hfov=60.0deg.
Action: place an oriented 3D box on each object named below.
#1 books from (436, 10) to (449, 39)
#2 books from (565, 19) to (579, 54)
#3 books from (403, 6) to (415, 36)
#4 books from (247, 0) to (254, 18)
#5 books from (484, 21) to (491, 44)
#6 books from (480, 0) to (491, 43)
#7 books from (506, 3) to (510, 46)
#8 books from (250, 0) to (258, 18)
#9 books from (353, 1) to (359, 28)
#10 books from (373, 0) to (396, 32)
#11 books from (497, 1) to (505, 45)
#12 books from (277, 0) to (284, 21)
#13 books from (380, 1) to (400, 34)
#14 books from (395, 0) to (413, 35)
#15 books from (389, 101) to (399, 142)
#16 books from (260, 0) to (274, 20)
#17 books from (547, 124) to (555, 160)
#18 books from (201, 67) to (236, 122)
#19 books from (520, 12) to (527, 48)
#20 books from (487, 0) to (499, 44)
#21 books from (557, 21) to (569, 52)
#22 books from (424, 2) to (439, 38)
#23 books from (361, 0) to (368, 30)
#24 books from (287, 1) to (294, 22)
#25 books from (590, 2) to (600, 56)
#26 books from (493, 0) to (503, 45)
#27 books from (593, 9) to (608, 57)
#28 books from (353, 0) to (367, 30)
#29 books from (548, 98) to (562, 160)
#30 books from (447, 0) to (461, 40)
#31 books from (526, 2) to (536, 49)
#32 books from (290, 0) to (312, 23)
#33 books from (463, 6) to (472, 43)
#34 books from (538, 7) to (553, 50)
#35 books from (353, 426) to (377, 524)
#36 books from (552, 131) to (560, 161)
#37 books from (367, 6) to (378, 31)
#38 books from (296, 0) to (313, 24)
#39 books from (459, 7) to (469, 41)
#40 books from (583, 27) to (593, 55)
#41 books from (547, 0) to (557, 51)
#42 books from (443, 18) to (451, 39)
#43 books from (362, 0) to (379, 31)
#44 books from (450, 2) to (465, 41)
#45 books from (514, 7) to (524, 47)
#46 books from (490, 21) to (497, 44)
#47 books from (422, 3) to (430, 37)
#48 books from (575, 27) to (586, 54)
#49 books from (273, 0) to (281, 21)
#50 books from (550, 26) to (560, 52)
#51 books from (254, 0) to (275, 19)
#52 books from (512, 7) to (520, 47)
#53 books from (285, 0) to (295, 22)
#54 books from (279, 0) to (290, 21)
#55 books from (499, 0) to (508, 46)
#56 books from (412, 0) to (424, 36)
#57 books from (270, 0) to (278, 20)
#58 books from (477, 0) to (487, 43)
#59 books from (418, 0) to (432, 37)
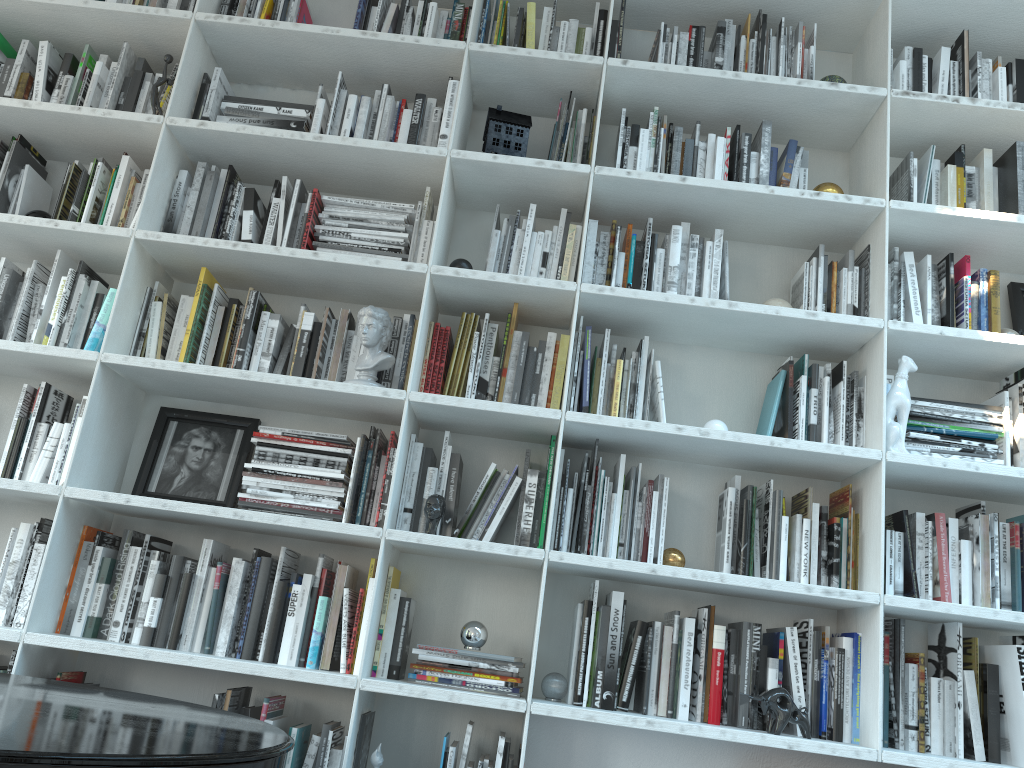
[{"bbox_3d":[-0.235,-1.085,2.920,0.026,0.233,0.137,7,-16,2],"label":"books"},{"bbox_3d":[0.184,-1.034,2.868,0.031,0.212,0.170,7,-16,2],"label":"books"},{"bbox_3d":[-0.334,-1.091,2.893,0.033,0.202,0.167,7,-16,2],"label":"books"},{"bbox_3d":[-0.842,-1.216,2.948,0.014,0.340,0.145,7,-16,2],"label":"books"},{"bbox_3d":[-0.084,-1.055,2.904,0.016,0.203,0.144,7,-16,2],"label":"books"},{"bbox_3d":[-0.091,-1.098,2.894,0.008,0.278,0.171,7,-16,2],"label":"books"},{"bbox_3d":[-0.014,-1.079,2.891,0.034,0.260,0.158,7,-16,2],"label":"books"},{"bbox_3d":[-0.833,-1.195,2.936,0.010,0.295,0.153,7,-16,2],"label":"books"},{"bbox_3d":[-0.505,-1.128,2.921,0.012,0.244,0.151,7,-16,2],"label":"books"},{"bbox_3d":[-0.424,-1.165,2.911,0.010,0.330,0.186,7,-16,2],"label":"books"},{"bbox_3d":[-0.041,-1.082,2.890,0.006,0.259,0.166,7,-16,2],"label":"books"},{"bbox_3d":[-0.748,-1.149,2.916,0.016,0.218,0.144,7,-16,2],"label":"books"},{"bbox_3d":[-0.402,-1.103,2.898,0.050,0.210,0.173,7,-16,2],"label":"books"},{"bbox_3d":[-0.360,-1.121,2.922,0.028,0.269,0.140,7,-16,2],"label":"books"},{"bbox_3d":[-0.370,-0.753,2.814,0.011,0.238,0.140,7,-16,2],"label":"books"},{"bbox_3d":[-0.801,-1.143,2.918,0.023,0.195,0.173,7,-16,2],"label":"books"},{"bbox_3d":[0.115,-0.683,2.789,0.019,0.213,0.156,7,-16,2],"label":"books"},{"bbox_3d":[-0.927,-0.836,2.807,0.021,0.248,0.192,7,-16,2],"label":"books"},{"bbox_3d":[0.029,-1.067,2.914,0.007,0.263,0.133,7,-16,2],"label":"books"},{"bbox_3d":[-0.067,-1.103,2.900,0.007,0.297,0.181,7,-16,2],"label":"books"},{"bbox_3d":[0.156,-1.030,2.871,0.024,0.201,0.180,7,-16,2],"label":"books"},{"bbox_3d":[-0.261,-1.087,2.874,0.023,0.201,0.193,7,-16,2],"label":"books"},{"bbox_3d":[-0.480,-1.136,2.922,0.011,0.266,0.129,7,-16,2],"label":"books"},{"bbox_3d":[-0.720,-1.128,2.917,0.010,0.186,0.153,7,-16,2],"label":"books"},{"bbox_3d":[0.260,-1.071,2.910,0.012,0.328,0.129,7,-16,2],"label":"books"},{"bbox_3d":[-0.048,-1.078,2.873,0.007,0.238,0.192,7,-16,2],"label":"books"},{"bbox_3d":[0.275,-1.042,2.868,0.029,0.252,0.187,7,-16,2],"label":"books"},{"bbox_3d":[-0.490,-1.154,2.910,0.014,0.291,0.176,7,-16,2],"label":"books"},{"bbox_3d":[0.126,-0.719,2.766,0.021,0.271,0.191,7,-16,2],"label":"books"},{"bbox_3d":[-0.197,-1.120,2.917,0.012,0.307,0.138,7,-16,2],"label":"books"},{"bbox_3d":[0.059,-1.068,2.881,0.054,0.254,0.191,7,-16,2],"label":"books"},{"bbox_3d":[-0.705,-1.161,2.920,0.011,0.255,0.144,7,-16,2],"label":"books"},{"bbox_3d":[-0.147,-1.083,2.899,0.014,0.238,0.153,7,-16,2],"label":"books"},{"bbox_3d":[0.102,-1.067,2.902,0.030,0.273,0.152,7,-16,2],"label":"books"},{"bbox_3d":[-0.412,0.280,2.524,0.011,0.298,0.130,7,-16,2],"label":"books"},{"bbox_3d":[0.127,-0.672,2.794,0.022,0.198,0.143,7,-16,2],"label":"books"},{"bbox_3d":[-0.452,-1.103,2.916,0.031,0.208,0.147,7,-16,2],"label":"books"},{"bbox_3d":[-0.699,-1.145,2.936,0.004,0.235,0.138,7,-16,2],"label":"books"},{"bbox_3d":[-0.160,-1.084,2.909,0.014,0.243,0.145,7,-16,2],"label":"books"},{"bbox_3d":[0.234,-1.014,2.876,0.022,0.193,0.182,7,-16,2],"label":"books"},{"bbox_3d":[0.123,-1.080,2.888,0.010,0.296,0.168,7,-16,2],"label":"books"},{"bbox_3d":[-0.216,-1.071,2.909,0.014,0.203,0.135,7,-16,2],"label":"books"},{"bbox_3d":[-0.467,-1.151,2.918,0.011,0.295,0.158,7,-16,2],"label":"books"},{"bbox_3d":[-0.181,-1.090,2.900,0.028,0.243,0.161,7,-16,2],"label":"books"},{"bbox_3d":[0.016,-1.065,2.876,0.015,0.233,0.171,7,-16,2],"label":"books"},{"bbox_3d":[-0.063,-1.049,2.891,0.015,0.192,0.160,7,-16,2],"label":"books"},{"bbox_3d":[-0.278,-1.091,2.893,0.012,0.216,0.180,7,-16,2],"label":"books"},{"bbox_3d":[0.211,-1.020,2.885,0.025,0.203,0.162,7,-16,2],"label":"books"},{"bbox_3d":[-0.759,-1.171,2.927,0.013,0.263,0.147,7,-16,2],"label":"books"},{"bbox_3d":[0.131,-1.023,2.868,0.022,0.179,0.173,7,-16,2],"label":"books"},{"bbox_3d":[-0.814,-1.182,2.917,0.011,0.264,0.164,7,-16,2],"label":"books"},{"bbox_3d":[0.007,-1.074,2.898,0.008,0.261,0.142,7,-16,2],"label":"books"},{"bbox_3d":[-0.727,-1.156,2.936,0.013,0.249,0.148,7,-16,2],"label":"books"},{"bbox_3d":[-0.736,-1.165,2.919,0.005,0.254,0.168,7,-16,2],"label":"books"},{"bbox_3d":[-0.033,-1.087,2.903,0.007,0.278,0.150,7,-16,2],"label":"books"},{"bbox_3d":[-0.304,-1.102,2.901,0.023,0.235,0.154,7,-16,2],"label":"books"},{"bbox_3d":[-0.773,-1.163,2.931,0.014,0.247,0.140,7,-16,2],"label":"books"},{"bbox_3d":[-0.101,-1.097,2.913,0.012,0.284,0.160,7,-16,2],"label":"books"},{"bbox_3d":[-0.285,-1.120,2.891,0.010,0.269,0.180,7,-16,2],"label":"books"}]
